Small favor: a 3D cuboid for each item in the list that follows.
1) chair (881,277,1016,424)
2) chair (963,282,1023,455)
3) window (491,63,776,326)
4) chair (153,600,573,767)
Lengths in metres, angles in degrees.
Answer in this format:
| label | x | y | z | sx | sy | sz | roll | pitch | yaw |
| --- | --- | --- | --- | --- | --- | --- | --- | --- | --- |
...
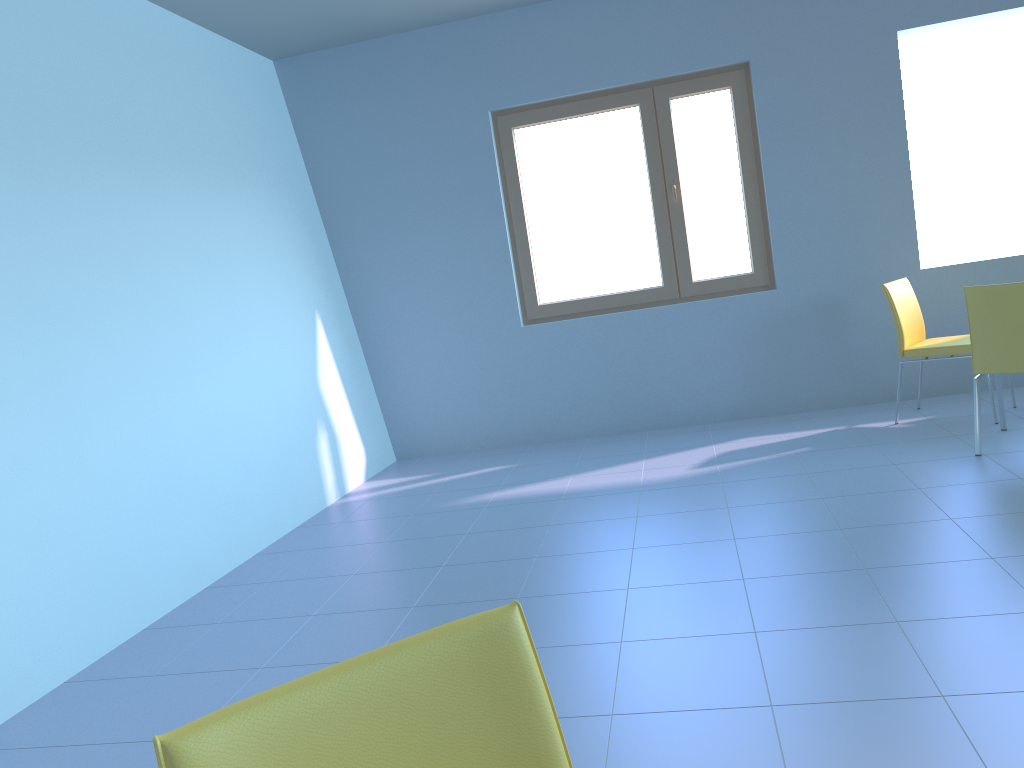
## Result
| label | x | y | z | sx | sy | sz | roll | pitch | yaw |
| --- | --- | --- | --- | --- | --- | --- | --- | --- | --- |
| chair | 2.138 | -0.187 | 4.366 | 0.484 | 0.695 | 0.387 | -3 | 9 | 42 |
| chair | 2.131 | -0.099 | 3.640 | 0.387 | 0.695 | 0.484 | -3 | 9 | 42 |
| window | 0.690 | -1.064 | 5.124 | 1.475 | 1.263 | 0.142 | -8 | 7 | 11 |
| chair | 0.026 | 0.591 | 0.642 | 0.387 | 0.695 | 0.484 | -13 | 8 | -30 |
